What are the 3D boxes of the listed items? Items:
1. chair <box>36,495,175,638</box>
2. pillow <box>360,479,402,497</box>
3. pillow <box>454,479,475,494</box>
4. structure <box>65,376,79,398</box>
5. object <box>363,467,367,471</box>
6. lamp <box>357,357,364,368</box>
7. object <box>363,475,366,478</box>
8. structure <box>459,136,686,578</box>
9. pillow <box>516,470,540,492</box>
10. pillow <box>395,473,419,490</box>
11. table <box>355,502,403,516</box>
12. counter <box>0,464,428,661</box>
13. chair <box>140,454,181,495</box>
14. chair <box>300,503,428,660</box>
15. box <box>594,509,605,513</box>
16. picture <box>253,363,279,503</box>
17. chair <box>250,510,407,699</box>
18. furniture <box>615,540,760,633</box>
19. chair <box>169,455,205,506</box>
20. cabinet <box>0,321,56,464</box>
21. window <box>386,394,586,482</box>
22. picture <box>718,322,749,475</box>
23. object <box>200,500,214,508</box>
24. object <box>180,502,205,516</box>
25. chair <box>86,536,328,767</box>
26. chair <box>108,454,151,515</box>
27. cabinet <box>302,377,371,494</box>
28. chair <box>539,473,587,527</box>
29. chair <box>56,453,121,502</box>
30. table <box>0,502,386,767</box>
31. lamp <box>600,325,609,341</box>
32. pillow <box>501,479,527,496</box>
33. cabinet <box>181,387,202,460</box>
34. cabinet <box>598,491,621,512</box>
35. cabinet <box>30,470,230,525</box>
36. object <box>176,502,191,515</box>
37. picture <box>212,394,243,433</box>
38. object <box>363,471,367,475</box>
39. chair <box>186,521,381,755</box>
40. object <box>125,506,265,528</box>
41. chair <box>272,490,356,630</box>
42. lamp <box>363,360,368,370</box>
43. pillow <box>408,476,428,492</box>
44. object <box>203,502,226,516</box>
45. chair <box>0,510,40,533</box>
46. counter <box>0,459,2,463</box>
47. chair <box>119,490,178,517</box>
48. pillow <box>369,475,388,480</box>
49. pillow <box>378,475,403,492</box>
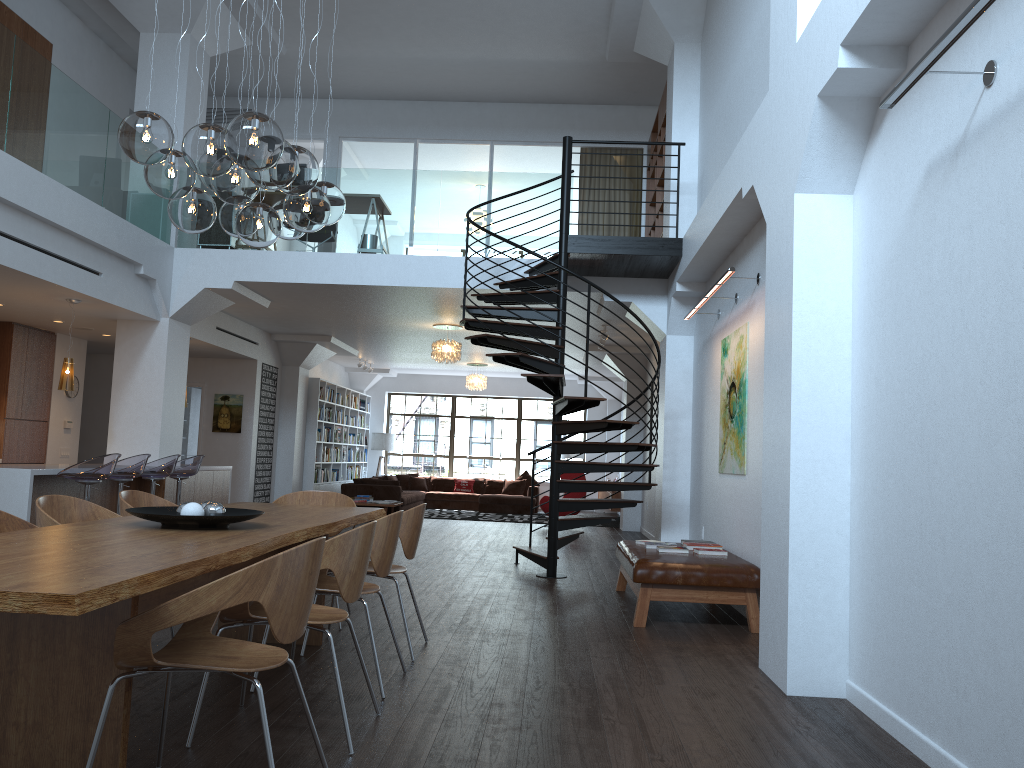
[{"bbox_3d":[-2.039,0.978,4.375,0.618,0.833,0.629,2,-5,3],"label":"chair"},{"bbox_3d":[-2.371,1.895,16.023,0.750,0.364,0.289,2,-5,2],"label":"pillow"},{"bbox_3d":[-1.041,2.228,19.307,0.465,0.308,0.220,2,-5,-1],"label":"pillow"},{"bbox_3d":[-5.908,0.037,11.907,0.040,0.300,0.300,2,-5,3],"label":"structure"},{"bbox_3d":[-3.470,1.906,19.967,0.316,0.088,0.410,2,-5,3],"label":"object"},{"bbox_3d":[-3.016,-0.424,17.603,0.111,0.211,0.120,-1,-6,37],"label":"lamp"},{"bbox_3d":[-3.470,2.082,19.952,0.331,0.088,0.410,2,-5,3],"label":"object"},{"bbox_3d":[0.471,-0.313,8.739,1.998,4.352,1.998,6,-6,-36],"label":"structure"},{"bbox_3d":[0.252,2.164,19.298,0.651,0.587,0.335,4,-5,-18],"label":"pillow"},{"bbox_3d":[-2.241,2.146,19.324,0.580,0.418,0.334,5,-5,-24],"label":"pillow"},{"bbox_3d":[-2.493,2.164,15.217,1.100,0.271,0.853,2,-5,3],"label":"table"},{"bbox_3d":[-3.475,1.204,7.896,3.039,0.860,8.182,5,-5,-26],"label":"counter"},{"bbox_3d":[-3.601,1.201,8.854,0.481,1.014,0.530,2,-5,1],"label":"chair"},{"bbox_3d":[-0.804,1.089,5.085,0.617,0.830,0.629,2,-5,3],"label":"chair"},{"bbox_3d":[1.968,2.811,20.006,0.228,0.165,0.368,2,-5,3],"label":"box"},{"bbox_3d":[-4.018,0.877,14.493,0.021,2.380,0.800,2,-5,3],"label":"picture"},{"bbox_3d":[-0.845,1.024,4.322,0.618,0.833,0.629,2,-5,4],"label":"chair"},{"bbox_3d":[1.320,1.528,6.942,0.907,0.453,1.819,2,-5,3],"label":"furniture"},{"bbox_3d":[-3.572,1.255,9.481,0.481,1.014,0.530,2,-5,5],"label":"chair"},{"bbox_3d":[-6.398,0.336,8.812,0.598,2.499,5.299,2,-5,3],"label":"cabinet"},{"bbox_3d":[-0.625,1.272,20.817,4.648,1.905,0.114,2,-5,3],"label":"window"},{"bbox_3d":[1.858,0.154,7.467,0.010,1.200,1.095,2,-5,3],"label":"picture"},{"bbox_3d":[-1.386,0.582,4.055,0.100,0.100,0.100,7,-7,-42],"label":"object"},{"bbox_3d":[-1.404,0.570,3.896,0.100,0.100,0.100,7,-7,-42],"label":"object"},{"bbox_3d":[-0.910,0.890,2.785,0.618,0.833,0.629,2,-5,3],"label":"chair"},{"bbox_3d":[-3.647,1.145,8.221,0.481,1.014,0.530,2,-5,1],"label":"chair"},{"bbox_3d":[-3.610,1.278,18.001,0.461,2.414,4.500,2,-5,3],"label":"cabinet"},{"bbox_3d":[0.876,1.925,15.088,0.801,1.006,0.798,0,-6,28],"label":"chair"},{"bbox_3d":[-3.648,1.091,7.590,0.481,1.014,0.530,2,-5,5],"label":"chair"},{"bbox_3d":[-1.437,1.009,3.948,1.012,0.750,3.803,2,-5,3],"label":"table"},{"bbox_3d":[1.279,-0.704,12.209,0.120,0.211,0.111,4,-5,-23],"label":"lamp"},{"bbox_3d":[0.036,2.224,19.137,0.542,0.362,0.248,0,-5,24],"label":"pillow"},{"bbox_3d":[-6.121,0.666,15.443,0.527,2.991,2.630,2,-5,3],"label":"cabinet"},{"bbox_3d":[2.058,2.245,17.656,0.459,0.350,4.501,2,-5,3],"label":"cabinet"},{"bbox_3d":[-4.314,1.333,9.556,0.898,0.796,4.493,2,-5,3],"label":"cabinet"},{"bbox_3d":[-1.457,0.579,3.984,0.100,0.100,0.100,7,-7,-42],"label":"object"},{"bbox_3d":[-4.454,0.461,13.896,0.450,0.600,0.030,2,-5,3],"label":"picture"},{"bbox_3d":[-3.466,1.994,19.959,0.331,0.088,0.410,2,-5,3],"label":"object"},{"bbox_3d":[-0.861,0.958,3.560,0.618,0.833,0.629,2,-5,3],"label":"chair"},{"bbox_3d":[-1.421,0.603,3.988,0.592,0.066,0.592,6,-6,-39],"label":"object"},{"bbox_3d":[-1.349,1.134,5.868,0.629,0.833,0.618,3,-5,-2],"label":"chair"},{"bbox_3d":[-2.993,-0.380,18.107,0.120,0.211,0.111,6,-6,-38],"label":"lamp"},{"bbox_3d":[-2.055,2.163,19.217,0.489,0.337,0.238,5,-5,-28],"label":"pillow"},{"bbox_3d":[-1.333,0.577,3.968,0.100,0.100,0.100,7,-7,-42],"label":"object"},{"bbox_3d":[-2.074,0.912,3.615,0.618,0.833,0.629,2,-5,3],"label":"chair"},{"bbox_3d":[-6.436,0.710,8.322,0.600,0.050,4.387,2,-5,3],"label":"counter"},{"bbox_3d":[-1.986,1.047,5.150,0.618,0.833,0.629,2,-5,1],"label":"chair"},{"bbox_3d":[-2.395,1.875,16.294,0.269,0.411,0.559,7,-6,-41],"label":"pillow"},{"bbox_3d":[-2.437,2.017,17.718,0.325,0.391,0.625,1,-5,19],"label":"pillow"}]
